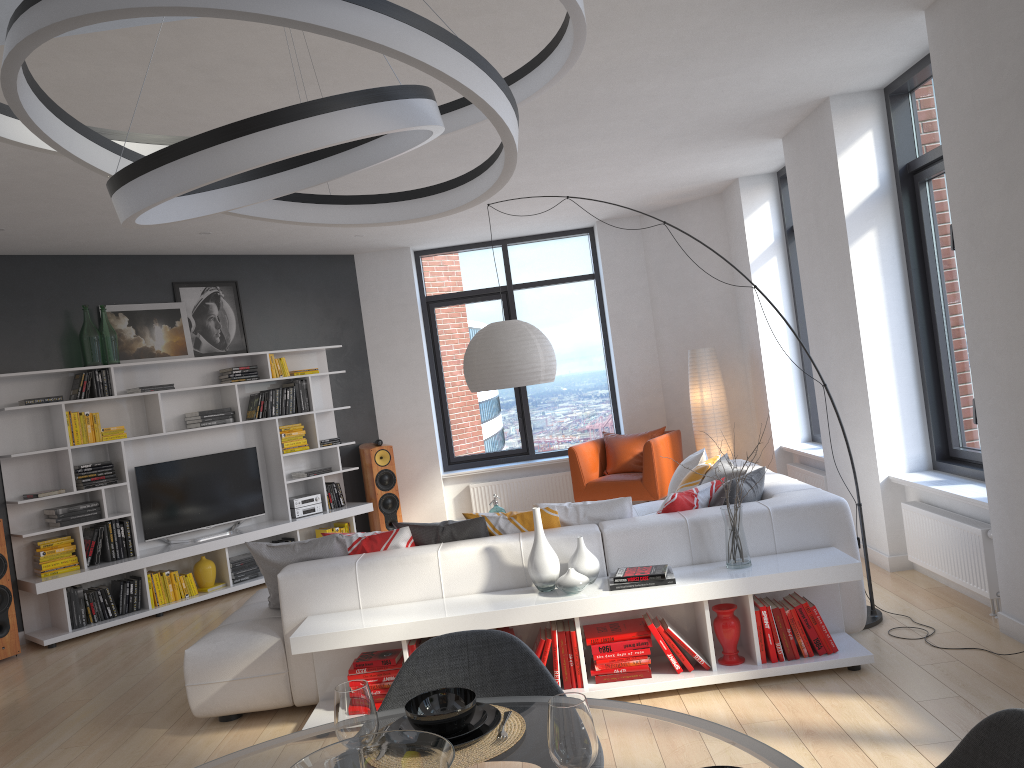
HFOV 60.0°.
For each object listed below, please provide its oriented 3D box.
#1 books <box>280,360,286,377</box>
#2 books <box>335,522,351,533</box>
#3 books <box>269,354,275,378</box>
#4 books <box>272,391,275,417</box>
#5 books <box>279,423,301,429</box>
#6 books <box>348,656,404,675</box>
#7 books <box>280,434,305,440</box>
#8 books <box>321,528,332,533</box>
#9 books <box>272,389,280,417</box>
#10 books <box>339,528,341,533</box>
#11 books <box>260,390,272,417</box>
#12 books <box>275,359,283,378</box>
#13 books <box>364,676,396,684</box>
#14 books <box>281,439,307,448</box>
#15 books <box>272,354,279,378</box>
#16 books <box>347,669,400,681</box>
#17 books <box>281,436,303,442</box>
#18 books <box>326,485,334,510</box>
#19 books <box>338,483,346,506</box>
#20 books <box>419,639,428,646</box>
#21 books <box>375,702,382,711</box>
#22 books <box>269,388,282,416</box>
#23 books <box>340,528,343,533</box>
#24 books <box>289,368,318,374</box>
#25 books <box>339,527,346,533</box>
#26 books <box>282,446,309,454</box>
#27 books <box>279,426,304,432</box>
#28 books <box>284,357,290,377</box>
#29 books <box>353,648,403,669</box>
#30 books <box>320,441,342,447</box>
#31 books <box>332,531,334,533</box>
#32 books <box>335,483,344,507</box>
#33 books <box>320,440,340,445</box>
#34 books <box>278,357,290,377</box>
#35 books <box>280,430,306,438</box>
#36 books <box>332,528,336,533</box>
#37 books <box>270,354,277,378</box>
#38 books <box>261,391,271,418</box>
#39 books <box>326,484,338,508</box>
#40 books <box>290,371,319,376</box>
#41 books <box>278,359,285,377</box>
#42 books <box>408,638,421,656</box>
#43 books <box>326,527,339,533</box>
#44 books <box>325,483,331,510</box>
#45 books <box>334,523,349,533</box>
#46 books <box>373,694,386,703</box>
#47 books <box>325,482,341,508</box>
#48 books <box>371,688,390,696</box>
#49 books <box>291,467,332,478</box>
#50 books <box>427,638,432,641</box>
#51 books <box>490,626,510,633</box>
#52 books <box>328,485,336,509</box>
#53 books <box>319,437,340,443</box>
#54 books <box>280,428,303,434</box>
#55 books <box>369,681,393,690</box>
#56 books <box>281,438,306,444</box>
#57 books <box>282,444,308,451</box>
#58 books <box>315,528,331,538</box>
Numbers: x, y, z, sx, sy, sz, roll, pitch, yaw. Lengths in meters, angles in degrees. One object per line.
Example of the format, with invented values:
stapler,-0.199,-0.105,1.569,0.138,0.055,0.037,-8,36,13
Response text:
books,-2.152,-0.138,8.239,0.108,0.161,0.046,-7,1,44
books,-1.617,1.468,8.551,0.025,0.270,0.213,-8,1,-44
books,-2.253,-0.158,8.163,0.161,0.229,0.041,-7,1,44
books,-2.245,0.189,8.185,0.179,0.243,0.068,-7,1,44
books,-2.125,0.402,8.361,0.223,0.023,0.163,-8,1,-40
books,-0.639,1.334,4.233,0.254,0.025,0.178,-8,1,0
books,-2.101,0.500,8.347,0.239,0.019,0.171,-8,1,-44
books,-1.751,1.493,8.402,0.015,0.263,0.199,-8,1,-44
books,-2.223,0.181,8.215,0.084,0.249,0.191,-8,1,-44
books,-1.680,1.493,8.467,0.023,0.239,0.169,-8,1,-44
books,-2.269,0.185,8.171,0.192,0.254,0.075,-7,1,45
books,-2.194,-0.142,8.226,0.054,0.180,0.132,-8,1,-44
books,-0.633,1.387,4.246,0.261,0.028,0.191,-8,1,0
books,-2.084,0.564,8.340,0.243,0.042,0.189,-8,1,-44
books,-2.234,-0.159,8.219,0.164,0.224,0.054,-7,1,45
books,-0.634,1.360,4.229,0.269,0.028,0.179,-8,1,2
books,-2.094,0.520,8.326,0.217,0.023,0.145,-8,1,-40
books,-1.796,1.087,8.510,0.053,0.240,0.189,-8,1,-44
books,-1.712,1.076,8.622,0.077,0.233,0.179,-8,1,-44
books,-0.406,1.359,4.185,0.031,0.255,0.181,-8,1,1
books,-0.631,1.502,4.225,0.301,0.032,0.227,-8,1,1
books,-2.200,0.172,8.239,0.066,0.260,0.197,-8,1,-44
books,-1.660,1.493,8.481,0.024,0.234,0.172,-8,1,-44
books,-2.012,-0.118,8.463,0.257,0.024,0.203,-8,1,-41
books,-1.644,1.490,8.502,0.024,0.234,0.172,-8,1,-44
books,-2.066,0.621,8.332,0.257,0.028,0.194,-8,1,-39
books,-2.100,0.422,8.352,0.223,0.023,0.163,-8,1,-40
books,-2.137,-0.153,8.288,0.044,0.184,0.142,-8,1,-44
books,-0.635,1.307,4.223,0.206,0.029,0.152,-8,1,7
books,-1.777,0.583,8.558,0.213,0.023,0.161,-8,1,-41
books,-1.721,1.506,8.400,0.024,0.229,0.156,-8,1,-45
books,-1.714,1.073,8.576,0.066,0.242,0.177,-8,1,-45
books,-1.782,0.564,8.559,0.142,0.015,0.198,-7,1,44
books,-2.147,-0.151,8.266,0.064,0.184,0.141,-8,1,-43
books,-2.095,0.473,8.353,0.239,0.033,0.176,-8,1,-41
books,-1.721,1.493,8.427,0.019,0.251,0.180,-8,1,-44
books,-2.250,-0.157,8.192,0.163,0.224,0.041,-7,1,44
books,-2.266,0.193,8.136,0.069,0.242,0.172,-8,1,-44
books,-1.753,1.078,8.532,0.169,0.242,0.050,-7,1,45
books,-2.001,-0.094,8.460,0.257,0.028,0.194,-8,1,-39
books,-2.175,-0.144,8.235,0.044,0.178,0.128,-8,1,-45
books,-0.443,1.346,4.182,0.036,0.294,0.208,-8,1,1
books,-1.700,1.490,8.445,0.035,0.250,0.185,-8,1,-44
books,-1.823,1.075,8.490,0.053,0.268,0.202,-8,1,-45
books,-1.630,1.470,8.526,0.029,0.270,0.204,-8,1,-44
books,-0.619,1.467,4.232,0.259,0.034,0.206,-8,1,4
books,-1.741,1.071,8.560,0.193,0.255,0.066,-7,1,45
books,-0.632,1.439,4.224,0.266,0.026,0.187,-8,1,6
books,-1.913,0.843,8.459,0.250,0.047,0.310,-7,1,41
books,-0.373,1.353,4.185,0.034,0.259,0.207,-8,1,1
books,-0.139,1.180,4.181,0.259,0.034,0.206,-8,1,-2
books,-1.774,1.085,8.522,0.049,0.236,0.170,-8,1,-44
books,-1.794,0.546,8.571,0.213,0.023,0.161,-8,1,-41
books,-2.105,0.446,8.349,0.227,0.022,0.160,-8,1,-29
books,-0.625,1.412,4.230,0.257,0.025,0.182,-8,1,1
books,-2.099,0.538,8.347,0.251,0.014,0.189,-8,1,-41
books,-2.077,0.597,8.336,0.257,0.024,0.203,-8,1,-41
books,-1.771,1.498,8.379,0.044,0.255,0.198,-8,1,-44
